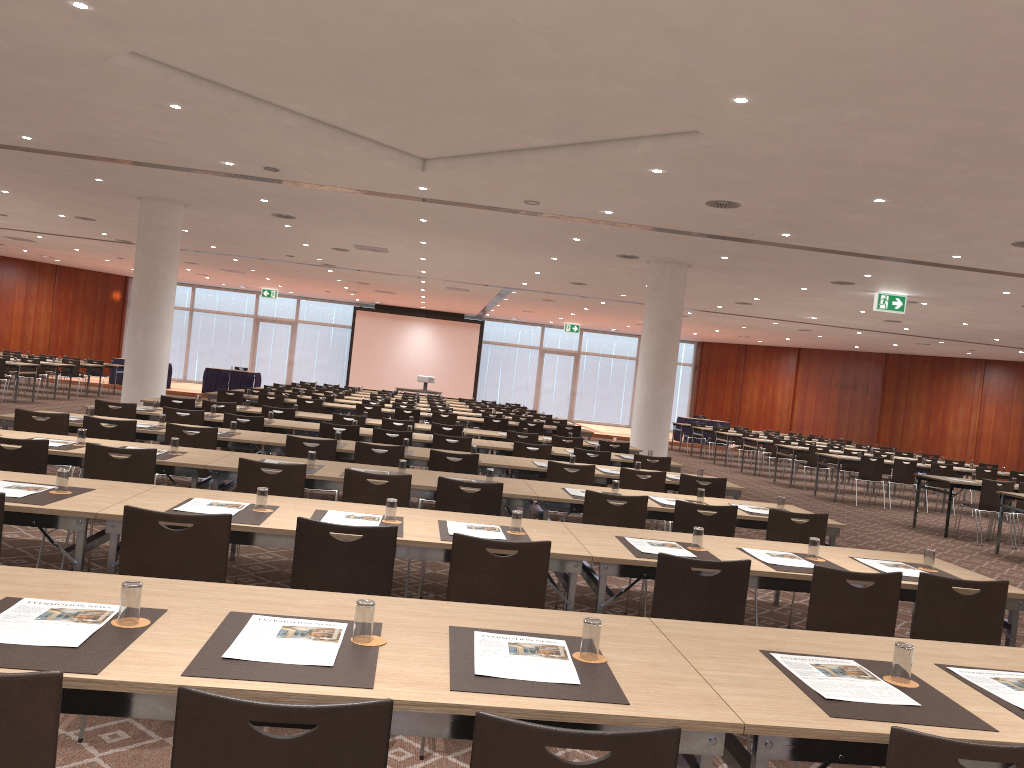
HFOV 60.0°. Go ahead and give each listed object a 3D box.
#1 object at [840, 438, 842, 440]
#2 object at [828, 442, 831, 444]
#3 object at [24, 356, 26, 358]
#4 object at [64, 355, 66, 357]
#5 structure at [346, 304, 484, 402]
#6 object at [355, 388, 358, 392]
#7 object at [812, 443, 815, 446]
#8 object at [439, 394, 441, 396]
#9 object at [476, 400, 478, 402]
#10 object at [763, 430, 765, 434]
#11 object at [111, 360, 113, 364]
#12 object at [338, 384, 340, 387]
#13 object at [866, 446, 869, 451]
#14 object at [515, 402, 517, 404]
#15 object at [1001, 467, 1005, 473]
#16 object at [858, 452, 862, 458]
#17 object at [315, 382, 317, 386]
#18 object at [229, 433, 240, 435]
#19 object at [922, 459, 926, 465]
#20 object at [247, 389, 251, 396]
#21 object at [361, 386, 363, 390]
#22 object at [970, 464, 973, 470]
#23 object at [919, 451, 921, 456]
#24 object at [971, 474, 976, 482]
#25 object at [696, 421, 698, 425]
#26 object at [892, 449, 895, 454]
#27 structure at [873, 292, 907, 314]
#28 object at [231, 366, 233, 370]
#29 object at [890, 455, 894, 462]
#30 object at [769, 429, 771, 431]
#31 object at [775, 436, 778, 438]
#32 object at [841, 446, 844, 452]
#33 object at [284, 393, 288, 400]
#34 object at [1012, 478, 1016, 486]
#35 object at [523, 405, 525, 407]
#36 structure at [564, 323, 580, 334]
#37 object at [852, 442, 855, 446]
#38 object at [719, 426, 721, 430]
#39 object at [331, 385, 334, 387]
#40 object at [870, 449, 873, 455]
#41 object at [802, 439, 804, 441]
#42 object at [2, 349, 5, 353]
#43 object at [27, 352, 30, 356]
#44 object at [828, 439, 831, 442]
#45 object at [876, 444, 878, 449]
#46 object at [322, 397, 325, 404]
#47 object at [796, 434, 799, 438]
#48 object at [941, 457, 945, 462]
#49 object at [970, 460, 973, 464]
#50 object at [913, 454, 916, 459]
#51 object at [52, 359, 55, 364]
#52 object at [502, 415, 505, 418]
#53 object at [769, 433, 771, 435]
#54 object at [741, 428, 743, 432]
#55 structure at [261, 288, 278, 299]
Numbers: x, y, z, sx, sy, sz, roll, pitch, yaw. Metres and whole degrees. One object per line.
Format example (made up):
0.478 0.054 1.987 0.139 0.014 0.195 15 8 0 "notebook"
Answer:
9.336 1.599 25.160 0.054 0.114 0.054 5 1 -40 "object"
7.498 1.425 20.949 0.054 0.114 0.054 6 1 -17 "object"
-11.533 -0.615 20.987 0.054 0.114 0.054 6 1 -17 "object"
-12.566 -0.748 24.907 0.054 0.114 0.054 6 1 -17 "object"
-3.833 -1.232 35.233 5.159 3.526 0.395 6 1 -6 "structure"
-4.169 0.159 23.770 0.054 0.114 0.054 7 1 28 "object"
6.397 1.319 18.829 0.054 0.114 0.054 5 1 -40 "object"
-2.126 0.365 25.994 0.054 0.114 0.054 7 1 28 "object"
-0.960 0.501 24.100 0.054 0.114 0.054 7 1 28 "object"
7.087 1.359 24.933 0.054 0.114 0.054 6 1 -17 "object"
-11.289 -0.612 25.043 0.054 0.114 0.054 6 1 -17 "object"
-5.015 0.057 25.692 0.054 0.114 0.054 7 1 28 "object"
8.444 1.526 21.047 0.054 0.114 0.054 5 1 -40 "object"
0.117 0.605 26.220 0.054 0.114 0.054 5 1 -40 "object"
9.495 1.661 17.144 0.054 0.114 0.054 7 1 28 "object"
6.603 1.352 16.839 0.054 0.114 0.054 5 1 -40 "object"
-5.654 -0.011 25.618 0.054 0.114 0.054 5 1 -40 "object"
-2.609 0.470 8.349 0.102 0.001 0.102 6 0 -17 "object"
7.887 1.489 16.980 0.054 0.114 0.054 5 1 -40 "object"
-4.657 0.152 15.686 0.054 0.114 0.054 5 1 -40 "object"
-4.360 0.127 25.761 0.054 0.114 0.054 7 1 28 "object"
8.850 1.592 17.080 0.054 0.114 0.054 7 1 28 "object"
9.745 1.665 21.180 0.054 0.114 0.054 5 1 -40 "object"
6.960 1.410 13.367 0.054 0.114 0.054 6 1 -17 "object"
5.601 1.189 26.789 0.054 0.114 0.054 6 1 -17 "object"
9.086 1.595 21.107 0.054 0.114 0.054 5 1 -40 "object"
7.180 -1.539 16.847 0.587 0.346 0.105 6 1 -6 "structure"
-9.050 -0.520 28.640 0.054 0.114 0.054 6 1 5 "object"
7.245 1.421 16.903 0.054 0.114 0.054 5 1 -40 "object"
7.858 1.430 27.015 0.054 0.114 0.054 5 1 -40 "object"
6.207 1.288 20.812 0.054 0.114 0.054 6 1 -17 "object"
7.049 1.389 18.900 0.054 0.114 0.054 5 1 -40 "object"
-4.010 0.221 15.751 0.054 0.114 0.054 7 1 28 "object"
7.599 1.478 13.421 0.054 0.114 0.054 6 1 -17 "object"
0.324 0.638 24.237 0.054 0.114 0.054 5 1 -40 "object"
2.319 -2.158 34.373 0.587 0.346 0.105 6 1 -6 "structure"
8.891 1.563 23.095 0.054 0.114 0.054 5 1 -40 "object"
5.803 1.222 24.798 0.054 0.114 0.054 6 1 -17 "object"
-4.802 0.091 23.701 0.054 0.114 0.054 7 1 28 "object"
7.692 1.457 18.964 0.054 0.114 0.054 5 1 -40 "object"
6.853 1.357 20.887 0.054 0.114 0.054 6 1 -17 "object"
-14.182 -0.920 24.735 0.054 0.114 0.054 5 1 -40 "object"
-13.529 -0.850 24.811 0.054 0.114 0.054 5 1 -40 "object"
8.246 1.494 23.039 0.054 0.114 0.054 5 1 -40 "object"
9.540 1.632 23.171 0.054 0.114 0.054 5 1 -40 "object"
-3.362 0.290 15.804 0.054 0.114 0.054 7 1 28 "object"
8.056 1.462 25.020 0.054 0.114 0.054 5 1 -40 "object"
9.297 1.628 19.134 0.054 0.114 0.054 7 1 28 "object"
9.945 1.697 19.186 0.054 0.114 0.054 7 1 28 "object"
8.656 1.560 19.069 0.054 0.114 0.054 7 1 28 "object"
-10.884 -0.546 21.063 0.054 0.114 0.054 6 1 -17 "object"
-0.154 0.632 16.144 0.054 0.114 0.054 7 1 28 "object"
6.654 1.324 22.870 0.054 0.114 0.054 6 1 -17 "object"
6.443 1.290 24.859 0.054 0.114 0.054 6 1 -17 "object"
-9.074 -3.373 33.197 0.587 0.346 0.105 6 1 -6 "structure"
